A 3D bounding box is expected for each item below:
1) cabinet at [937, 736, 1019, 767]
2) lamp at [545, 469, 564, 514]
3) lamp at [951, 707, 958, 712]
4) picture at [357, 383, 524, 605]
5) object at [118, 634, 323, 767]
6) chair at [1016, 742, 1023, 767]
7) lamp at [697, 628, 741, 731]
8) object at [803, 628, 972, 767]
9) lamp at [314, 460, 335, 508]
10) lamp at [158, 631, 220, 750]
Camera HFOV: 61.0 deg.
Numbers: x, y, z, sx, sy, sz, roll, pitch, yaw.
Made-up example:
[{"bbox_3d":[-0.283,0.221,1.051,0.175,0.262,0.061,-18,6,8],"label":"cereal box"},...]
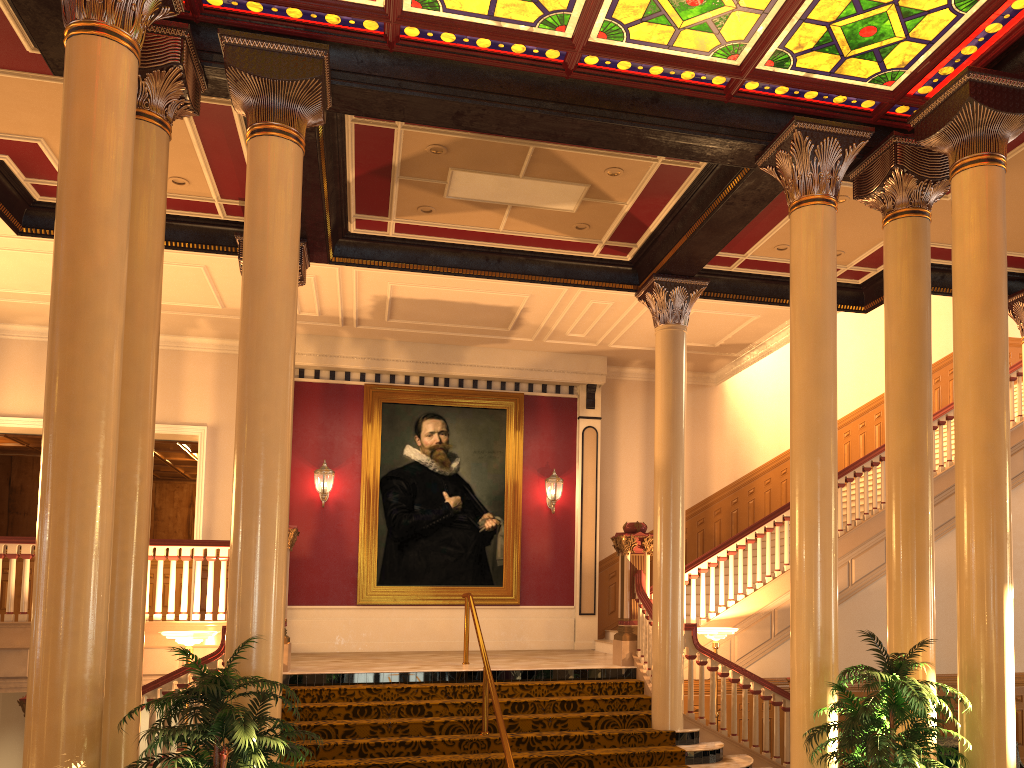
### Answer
[{"bbox_3d":[4.609,4.194,9.147,1.277,0.856,0.549,3,-7,-13],"label":"cabinet"},{"bbox_3d":[0.672,1.739,14.079,0.323,0.721,0.394,2,-6,-11],"label":"lamp"},{"bbox_3d":[4.947,3.588,9.311,0.326,0.414,0.318,3,-8,-15],"label":"lamp"},{"bbox_3d":[-1.091,1.766,13.788,2.592,3.409,0.055,2,-4,-14],"label":"picture"},{"bbox_3d":[-1.583,2.437,4.704,1.113,2.124,1.019,3,-7,-23],"label":"object"},{"bbox_3d":[5.056,3.970,8.349,0.716,0.908,0.625,7,-10,-41],"label":"chair"},{"bbox_3d":[2.392,3.883,10.223,0.575,1.987,0.593,0,-5,6],"label":"lamp"},{"bbox_3d":[2.491,2.697,5.738,1.043,2.124,1.086,-4,-8,37],"label":"object"},{"bbox_3d":[-2.855,1.517,13.209,0.323,0.721,0.394,2,-6,-11],"label":"lamp"},{"bbox_3d":[-3.312,3.521,8.808,0.602,1.987,0.566,3,-6,-30],"label":"lamp"}]
